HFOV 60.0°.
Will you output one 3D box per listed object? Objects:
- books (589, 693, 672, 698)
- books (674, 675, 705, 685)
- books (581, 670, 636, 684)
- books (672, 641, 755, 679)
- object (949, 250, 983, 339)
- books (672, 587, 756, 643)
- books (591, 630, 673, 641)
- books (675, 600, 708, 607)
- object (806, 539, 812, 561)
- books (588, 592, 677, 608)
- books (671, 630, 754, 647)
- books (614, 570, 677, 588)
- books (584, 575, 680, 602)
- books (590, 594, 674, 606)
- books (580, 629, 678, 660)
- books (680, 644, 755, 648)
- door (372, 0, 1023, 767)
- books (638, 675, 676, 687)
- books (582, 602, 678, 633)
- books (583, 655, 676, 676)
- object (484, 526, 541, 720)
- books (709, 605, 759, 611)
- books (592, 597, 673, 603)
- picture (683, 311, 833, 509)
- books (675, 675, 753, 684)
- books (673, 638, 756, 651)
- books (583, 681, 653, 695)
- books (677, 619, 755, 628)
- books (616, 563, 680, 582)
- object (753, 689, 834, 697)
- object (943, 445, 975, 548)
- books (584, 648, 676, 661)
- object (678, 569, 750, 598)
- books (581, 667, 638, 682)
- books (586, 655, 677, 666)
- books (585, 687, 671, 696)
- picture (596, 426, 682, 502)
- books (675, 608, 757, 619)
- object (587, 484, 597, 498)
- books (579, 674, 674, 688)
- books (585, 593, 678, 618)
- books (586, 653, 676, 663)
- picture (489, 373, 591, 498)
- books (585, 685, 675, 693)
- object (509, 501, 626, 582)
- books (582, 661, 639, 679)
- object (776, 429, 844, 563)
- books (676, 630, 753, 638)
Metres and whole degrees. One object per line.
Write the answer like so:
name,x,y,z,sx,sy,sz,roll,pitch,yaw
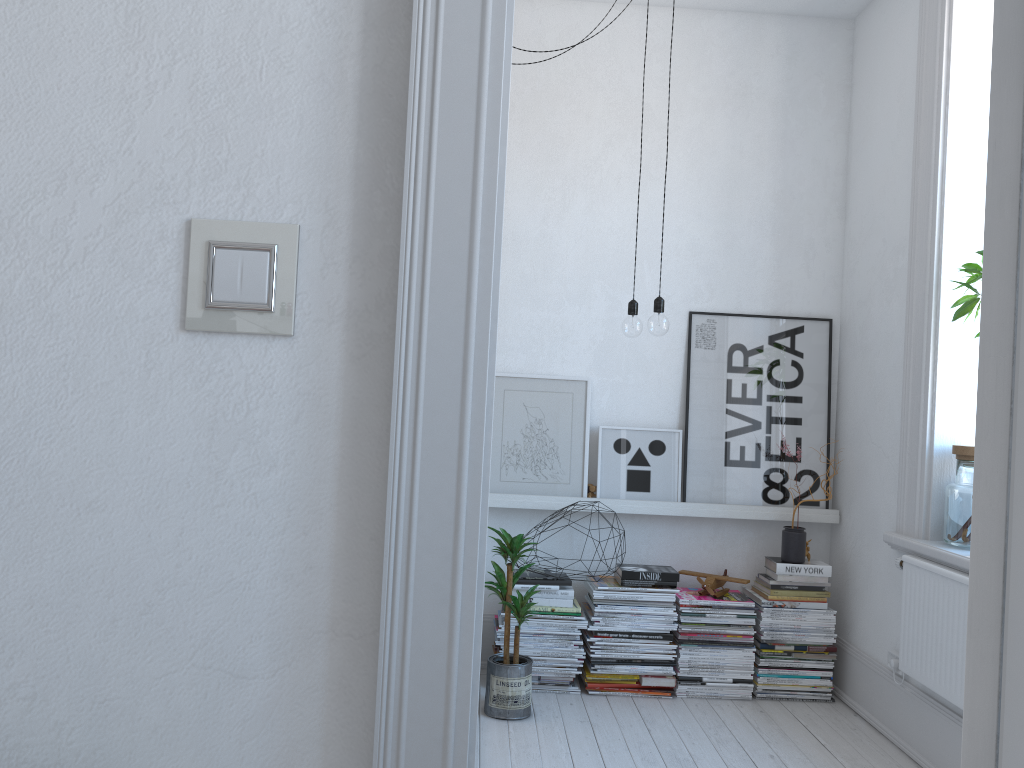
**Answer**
books,0.475,1.249,3.680,0.335,0.008,0.271,3,-1,1
books,0.718,1.202,3.600,0.113,0.011,0.091,3,-1,-2
books,0.392,1.194,3.648,0.205,0.013,0.187,3,-1,-2
books,0.822,1.129,3.691,0.319,0.116,0.270,3,-1,-3
object,1.604,0.022,2.663,0.497,1.022,0.696,3,-1,-29
books,0.827,0.960,3.701,0.318,0.162,0.272,3,-1,-2
books,0.483,1.009,3.647,0.319,0.027,0.208,3,-1,-1
books,0.733,0.900,3.667,0.121,0.010,0.173,3,-1,-4
object,1.238,0.695,3.742,0.045,0.101,0.050,3,-1,22
books,0.492,0.889,3.653,0.339,0.010,0.173,3,-1,-1
books,0.812,1.046,3.698,0.308,0.012,0.290,3,-1,-3
books,0.549,0.807,3.678,0.228,0.029,0.199,3,-1,-2
books,0.487,0.842,3.680,0.348,0.053,0.295,3,-1,-4
books,0.487,0.880,3.629,0.329,0.007,0.129,3,-1,0
books,0.478,1.064,3.679,0.375,0.080,0.304,3,-1,-3
books,0.822,1.057,3.690,0.306,0.009,0.247,3,-1,-4
door,0.563,0.115,1.192,1.465,2.177,0.505,3,-1,-17
books,0.581,1.193,3.686,0.139,0.038,0.297,3,-1,-2
books,0.479,0.964,3.684,0.375,0.062,0.289,3,-1,-2
books,0.478,1.149,3.686,0.354,0.040,0.292,3,-1,-1
object,-0.007,0.874,3.303,0.250,0.683,0.201,3,-1,16
books,0.901,0.908,3.671,0.193,0.009,0.182,3,-1,-2
books,0.486,0.873,3.670,0.326,0.008,0.194,3,-1,-3
picture,1.072,0.121,3.861,0.631,0.849,0.072,3,-1,-1
books,0.815,1.194,3.683,0.301,0.017,0.238,3,-1,-2
books,0.825,1.067,3.687,0.313,0.011,0.241,3,-1,-1
books,0.462,1.241,3.680,0.335,0.008,0.271,3,-1,-5
books,0.822,0.974,3.694,0.306,0.007,0.255,3,-1,-2
books,0.556,0.776,3.653,0.235,0.035,0.163,3,-1,-2
object,1.149,1.261,3.725,0.324,0.007,0.252,3,-1,3
object,1.571,0.374,2.955,0.228,0.330,0.228,3,-1,0
books,0.478,1.107,3.649,0.355,0.007,0.182,3,-1,-8
object,0.843,0.840,3.736,0.258,0.086,0.257,3,-1,-7
books,0.392,1.180,3.633,0.212,0.014,0.203,3,-1,-6
books,0.479,1.123,3.652,0.353,0.010,0.218,3,-1,-6
books,0.471,1.233,3.687,0.346,0.009,0.284,3,-1,4
picture,0.550,0.354,3.827,0.366,0.329,0.040,3,-1,-5
books,0.826,0.937,3.698,0.311,0.012,0.260,3,-1,-3
object,0.329,0.471,3.842,0.035,0.079,0.098,4,-1,-45
books,0.467,1.212,3.646,0.362,0.016,0.188,3,-1,-8
books,0.494,0.915,3.685,0.351,0.041,0.293,3,-1,-4
books,0.479,1.114,3.650,0.354,0.008,0.180,3,-1,-6
picture,0.107,0.228,3.821,0.452,0.536,0.063,3,-1,-3
books,0.472,1.224,3.652,0.357,0.007,0.227,3,-1,0
object,0.227,0.636,3.649,0.478,0.327,0.316,3,-1,15
books,0.396,1.169,3.636,0.217,0.010,0.212,3,-1,-3
object,1.237,0.466,3.698,0.293,0.553,0.157,3,-1,8
books,0.814,1.015,3.702,0.298,0.007,0.279,3,-1,-4
